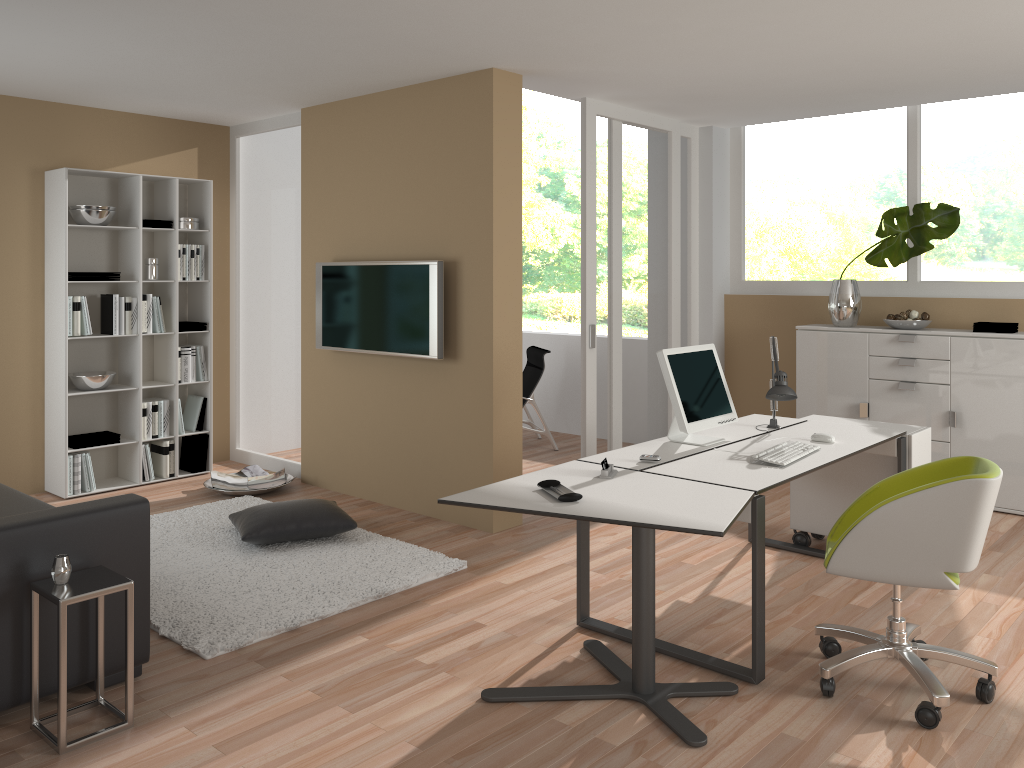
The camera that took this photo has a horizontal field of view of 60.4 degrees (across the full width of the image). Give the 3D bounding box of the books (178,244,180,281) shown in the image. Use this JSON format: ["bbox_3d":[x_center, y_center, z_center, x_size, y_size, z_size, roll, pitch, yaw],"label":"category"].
[{"bbox_3d":[-2.450,-0.875,6.345,0.208,0.258,0.020,2,2,42],"label":"books"}]

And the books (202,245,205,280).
[{"bbox_3d":[-2.327,-0.893,6.492,0.208,0.258,0.020,2,2,42],"label":"books"}]

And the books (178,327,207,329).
[{"bbox_3d":[-2.413,-0.417,6.458,0.298,0.006,0.211,6,9,41],"label":"books"}]

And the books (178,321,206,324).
[{"bbox_3d":[-2.411,-0.449,6.456,0.298,0.006,0.211,6,9,41],"label":"books"}]

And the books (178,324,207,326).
[{"bbox_3d":[-2.411,-0.439,6.461,0.298,0.008,0.211,6,9,41],"label":"books"}]

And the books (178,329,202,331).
[{"bbox_3d":[-2.414,-0.406,6.459,0.298,0.006,0.211,6,9,41],"label":"books"}]

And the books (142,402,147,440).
[{"bbox_3d":[-2.619,0.251,6.156,0.208,0.258,0.040,2,2,42],"label":"books"}]

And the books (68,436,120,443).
[{"bbox_3d":[-2.843,0.360,5.945,0.211,0.008,0.298,6,9,41],"label":"books"}]

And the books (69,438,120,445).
[{"bbox_3d":[-2.840,0.377,5.944,0.211,0.006,0.298,6,9,41],"label":"books"}]

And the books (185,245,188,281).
[{"bbox_3d":[-2.412,-0.882,6.396,0.208,0.258,0.020,2,2,42],"label":"books"}]

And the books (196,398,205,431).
[{"bbox_3d":[-2.343,0.216,6.514,0.211,0.238,0.043,3,2,42],"label":"books"}]

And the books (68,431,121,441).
[{"bbox_3d":[-2.838,0.349,5.946,0.211,0.006,0.298,6,9,41],"label":"books"}]

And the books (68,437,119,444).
[{"bbox_3d":[-2.843,0.365,5.945,0.211,0.008,0.298,6,9,41],"label":"books"}]

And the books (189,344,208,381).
[{"bbox_3d":[-2.325,-0.159,6.502,0.208,0.259,0.060,2,2,42],"label":"books"}]

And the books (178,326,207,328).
[{"bbox_3d":[-2.413,-0.422,6.458,0.298,0.006,0.211,6,9,41],"label":"books"}]

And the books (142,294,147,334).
[{"bbox_3d":[-2.632,-0.493,6.174,0.208,0.272,0.053,2,2,42],"label":"books"}]

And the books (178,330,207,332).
[{"bbox_3d":[-2.415,-0.395,6.459,0.298,0.007,0.211,6,9,41],"label":"books"}]

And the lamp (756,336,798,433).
[{"bbox_3d":[1.247,0.051,4.197,0.140,0.527,0.542,0,4,7],"label":"lamp"}]

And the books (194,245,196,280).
[{"bbox_3d":[-2.370,-0.888,6.445,0.208,0.258,0.020,2,2,42],"label":"books"}]

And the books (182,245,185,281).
[{"bbox_3d":[-2.425,-0.880,6.380,0.208,0.258,0.020,2,2,42],"label":"books"}]

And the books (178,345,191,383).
[{"bbox_3d":[-2.410,-0.145,6.393,0.208,0.258,0.076,3,2,42],"label":"books"}]

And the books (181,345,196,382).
[{"bbox_3d":[-2.380,-0.152,6.448,0.208,0.258,0.040,2,2,42],"label":"books"}]

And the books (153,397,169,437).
[{"bbox_3d":[-2.512,0.236,6.284,0.208,0.258,0.040,2,2,42],"label":"books"}]

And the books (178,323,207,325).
[{"bbox_3d":[-2.412,-0.444,6.456,0.298,0.007,0.211,6,9,41],"label":"books"}]

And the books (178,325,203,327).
[{"bbox_3d":[-2.411,-0.434,6.461,0.298,0.008,0.211,6,9,41],"label":"books"}]

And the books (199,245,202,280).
[{"bbox_3d":[-2.341,-0.891,6.476,0.208,0.258,0.020,2,2,42],"label":"books"}]

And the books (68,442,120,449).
[{"bbox_3d":[-2.841,0.404,5.941,0.211,0.007,0.298,6,9,41],"label":"books"}]

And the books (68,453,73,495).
[{"bbox_3d":[-2.948,0.585,5.793,0.208,0.258,0.040,3,2,42],"label":"books"}]

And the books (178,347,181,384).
[{"bbox_3d":[-2.455,-0.140,6.349,0.208,0.258,0.040,2,2,42],"label":"books"}]

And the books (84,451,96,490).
[{"bbox_3d":[-2.860,0.569,5.904,0.208,0.257,0.058,3,2,42],"label":"books"}]

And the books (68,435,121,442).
[{"bbox_3d":[-2.838,0.354,5.944,0.211,0.007,0.298,6,9,41],"label":"books"}]

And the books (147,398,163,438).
[{"bbox_3d":[-2.540,0.239,6.252,0.208,0.258,0.040,3,2,42],"label":"books"}]

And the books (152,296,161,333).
[{"bbox_3d":[-2.566,-0.494,6.244,0.208,0.259,0.060,2,2,42],"label":"books"}]

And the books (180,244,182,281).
[{"bbox_3d":[-2.441,-0.878,6.366,0.208,0.258,0.020,2,2,42],"label":"books"}]

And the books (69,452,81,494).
[{"bbox_3d":[-2.912,0.581,5.825,0.208,0.258,0.040,2,2,42],"label":"books"}]

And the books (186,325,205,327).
[{"bbox_3d":[-2.415,-0.428,6.458,0.298,0.006,0.211,7,10,43],"label":"books"}]

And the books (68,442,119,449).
[{"bbox_3d":[-2.841,0.399,5.943,0.211,0.006,0.298,6,9,41],"label":"books"}]

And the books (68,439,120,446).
[{"bbox_3d":[-2.840,0.382,5.944,0.211,0.006,0.298,6,9,41],"label":"books"}]

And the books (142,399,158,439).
[{"bbox_3d":[-2.566,0.243,6.221,0.208,0.258,0.040,2,2,42],"label":"books"}]

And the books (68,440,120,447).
[{"bbox_3d":[-2.842,0.388,5.941,0.211,0.007,0.298,6,9,39],"label":"books"}]

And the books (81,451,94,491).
[{"bbox_3d":[-2.860,0.574,5.880,0.208,0.257,0.058,3,2,42],"label":"books"}]

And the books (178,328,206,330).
[{"bbox_3d":[-2.415,-0.412,6.460,0.298,0.007,0.211,6,9,40],"label":"books"}]

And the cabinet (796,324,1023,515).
[{"bbox_3d":[2.690,0.178,5.862,1.527,1.082,0.417,4,3,42],"label":"cabinet"}]

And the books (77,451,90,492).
[{"bbox_3d":[-2.880,0.574,5.863,0.208,0.259,0.060,2,2,42],"label":"books"}]

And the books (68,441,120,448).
[{"bbox_3d":[-2.841,0.393,5.943,0.211,0.006,0.298,6,9,41],"label":"books"}]

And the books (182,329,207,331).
[{"bbox_3d":[-2.414,-0.400,6.459,0.298,0.006,0.211,6,9,41],"label":"books"}]

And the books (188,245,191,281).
[{"bbox_3d":[-2.398,-0.884,6.412,0.208,0.258,0.020,2,2,42],"label":"books"}]

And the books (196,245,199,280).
[{"bbox_3d":[-2.354,-0.889,6.460,0.208,0.258,0.020,2,2,42],"label":"books"}]

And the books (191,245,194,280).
[{"bbox_3d":[-2.379,-0.885,6.425,0.208,0.258,0.020,2,2,42],"label":"books"}]

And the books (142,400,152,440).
[{"bbox_3d":[-2.596,0.247,6.191,0.208,0.258,0.040,2,2,42],"label":"books"}]

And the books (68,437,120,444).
[{"bbox_3d":[-2.840,0.371,5.941,0.211,0.006,0.298,6,10,42],"label":"books"}]

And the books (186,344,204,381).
[{"bbox_3d":[-2.342,-0.156,6.484,0.208,0.259,0.060,3,2,42],"label":"books"}]
